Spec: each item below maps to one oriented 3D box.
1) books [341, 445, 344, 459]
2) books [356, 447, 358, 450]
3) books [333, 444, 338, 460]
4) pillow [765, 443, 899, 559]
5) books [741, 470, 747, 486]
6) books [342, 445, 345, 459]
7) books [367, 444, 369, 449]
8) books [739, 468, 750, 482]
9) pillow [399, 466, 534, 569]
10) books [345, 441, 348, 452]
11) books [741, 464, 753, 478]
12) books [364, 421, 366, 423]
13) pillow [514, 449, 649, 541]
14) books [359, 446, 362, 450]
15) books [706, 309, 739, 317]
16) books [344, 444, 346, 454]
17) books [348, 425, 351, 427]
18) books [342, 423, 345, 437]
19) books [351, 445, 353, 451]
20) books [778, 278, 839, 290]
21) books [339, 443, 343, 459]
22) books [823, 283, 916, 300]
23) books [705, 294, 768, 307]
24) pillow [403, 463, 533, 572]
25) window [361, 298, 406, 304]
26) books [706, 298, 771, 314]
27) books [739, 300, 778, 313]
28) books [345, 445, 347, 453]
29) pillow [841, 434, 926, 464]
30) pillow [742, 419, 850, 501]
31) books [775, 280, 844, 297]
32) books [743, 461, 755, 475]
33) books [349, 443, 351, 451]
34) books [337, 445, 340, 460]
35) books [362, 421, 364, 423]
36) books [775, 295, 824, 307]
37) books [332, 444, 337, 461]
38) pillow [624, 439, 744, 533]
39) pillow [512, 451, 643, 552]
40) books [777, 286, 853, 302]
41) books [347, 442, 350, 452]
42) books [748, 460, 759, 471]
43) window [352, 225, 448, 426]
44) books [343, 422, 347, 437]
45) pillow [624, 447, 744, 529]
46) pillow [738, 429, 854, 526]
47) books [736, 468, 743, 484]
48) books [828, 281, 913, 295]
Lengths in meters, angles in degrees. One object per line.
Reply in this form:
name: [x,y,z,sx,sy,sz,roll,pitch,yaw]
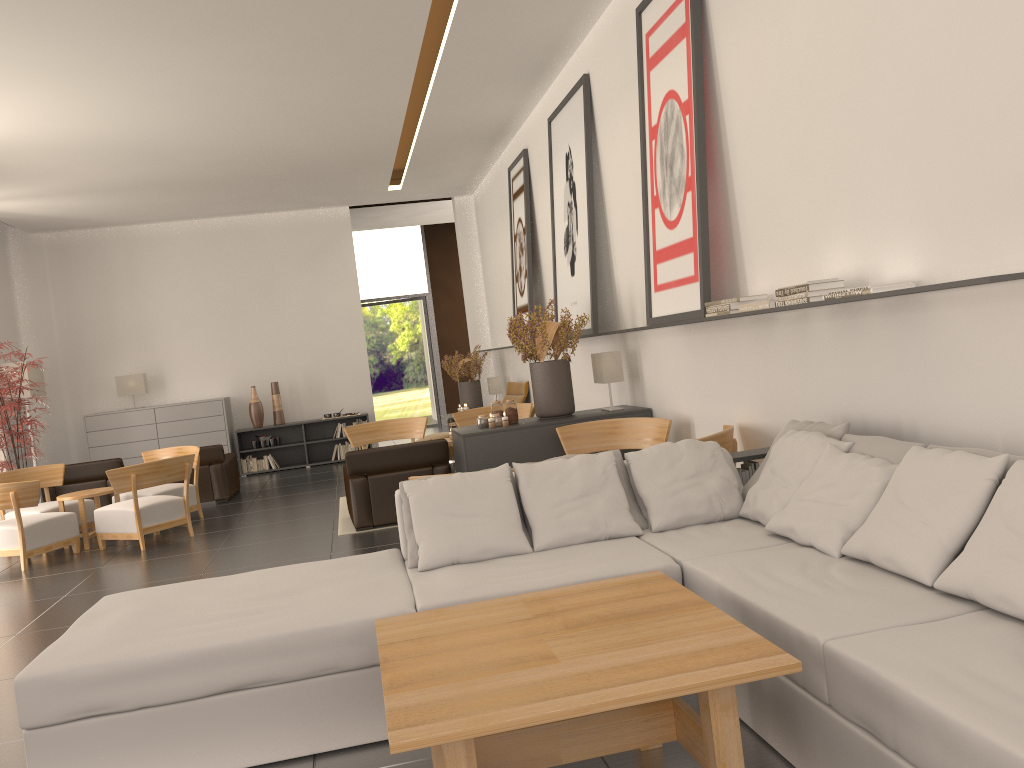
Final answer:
books: [-4.067,1.631,21.260,0.018,0.321,0.252,-7,2,-10]
books: [-3.734,1.575,21.351,0.057,0.346,0.197,-7,1,-10]
books: [-4.230,1.629,21.230,0.156,0.371,0.252,-7,1,-10]
pillow: [2.014,0.704,5.519,0.590,0.562,0.803,-7,2,-15]
books: [1.888,0.820,7.313,0.034,0.217,0.161,-7,2,-10]
books: [-4.030,1.623,21.264,0.057,0.327,0.257,-7,2,-10]
books: [-3.493,1.534,21.368,0.156,0.371,0.252,-7,1,-10]
books: [1.917,0.814,7.326,0.028,0.222,0.175,-7,2,-10]
pillow: [-0.351,0.957,6.484,0.919,0.577,0.549,-7,2,-10]
books: [-3.960,1.574,21.291,0.031,0.406,0.231,-7,1,-10]
books: [1.946,0.794,7.319,0.028,0.254,0.149,-7,1,-10]
books: [-3.520,1.046,21.346,0.048,0.305,0.226,-7,2,-10]
pillow: [0.503,0.846,6.640,0.919,0.591,0.557,-7,2,-11]
books: [-3.650,1.577,21.345,0.106,0.325,0.238,-7,2,-10]
books: [1.997,-0.641,7.880,0.377,0.032,0.504,-7,2,-10]
books: [-3.993,1.619,21.267,0.016,0.327,0.265,-7,2,-10]
books: [-3.889,1.120,21.307,0.054,0.249,0.167,-7,1,-10]
books: [-4.033,1.103,21.236,0.019,0.324,0.254,-7,2,-10]
books: [-3.841,1.560,21.306,0.042,0.404,0.245,-7,1,-10]
books: [2.187,-0.741,6.558,0.256,0.023,0.434,-7,2,-10]
books: [-4.100,1.608,21.256,0.042,0.377,0.248,-7,1,-10]
books: [2.368,-0.611,5.897,0.337,0.034,0.517,-8,2,-15]
books: [1.984,-0.738,7.869,0.300,0.040,0.526,-8,2,-20]
pillow: [-0.331,0.939,6.344,0.802,0.598,0.585,-7,2,-11]
window: [-1.305,-4.065,23.047,99.160,20.574,48.627,-7,2,-10]
books: [2.006,-0.690,7.870,0.391,0.063,0.497,-7,2,-10]
books: [2.104,-0.646,7.268,0.301,0.064,0.406,-8,2,-20]
books: [-3.979,1.621,21.289,0.018,0.318,0.227,-7,1,-10]
pillow: [2.174,0.652,5.650,0.550,0.581,0.919,-7,2,-10]
pillow: [2.036,0.614,6.495,0.643,0.657,0.883,-7,2,-11]
books: [2.190,-0.702,6.544,0.284,0.053,0.485,-7,2,-10]
books: [1.969,0.781,7.327,0.021,0.274,0.156,-7,1,-10]
books: [-3.877,1.600,21.298,0.042,0.335,0.248,-7,2,-10]
books: [-4.151,1.632,21.238,0.071,0.344,0.265,-7,2,-10]
books: [-3.563,1.048,21.328,0.039,0.312,0.246,-7,2,-10]
books: [2.208,-0.620,6.556,0.316,0.040,0.504,-7,2,-10]
books: [-4.258,1.638,21.226,0.154,0.360,0.249,-7,1,-10]
pillow: [1.306,0.736,6.660,0.797,0.580,0.625,-7,2,-9]
pillow: [0.463,0.838,6.494,0.802,0.595,0.595,-7,2,-10]
books: [2.235,-0.662,6.562,0.350,0.038,0.525,-7,2,-5]
books: [-3.923,1.584,21.303,0.042,0.377,0.221,-7,1,-10]
books: [2.006,0.777,7.338,0.028,0.273,0.165,-7,1,-10]
window: [-7.570,-1.660,27.933,10.313,7.378,0.100,-7,1,-11]
books: [-4.002,1.095,21.275,0.054,0.328,0.187,-7,1,-10]
pillow: [1.359,0.775,6.820,0.918,0.510,0.615,-7,2,-8]
pillow: [1.935,0.660,6.180,0.587,0.596,0.819,-7,2,-10]
books: [1.859,0.812,7.318,0.015,0.241,0.180,-7,2,-10]
books: [2.376,-0.638,5.891,0.338,0.018,0.433,-8,2,-15]
